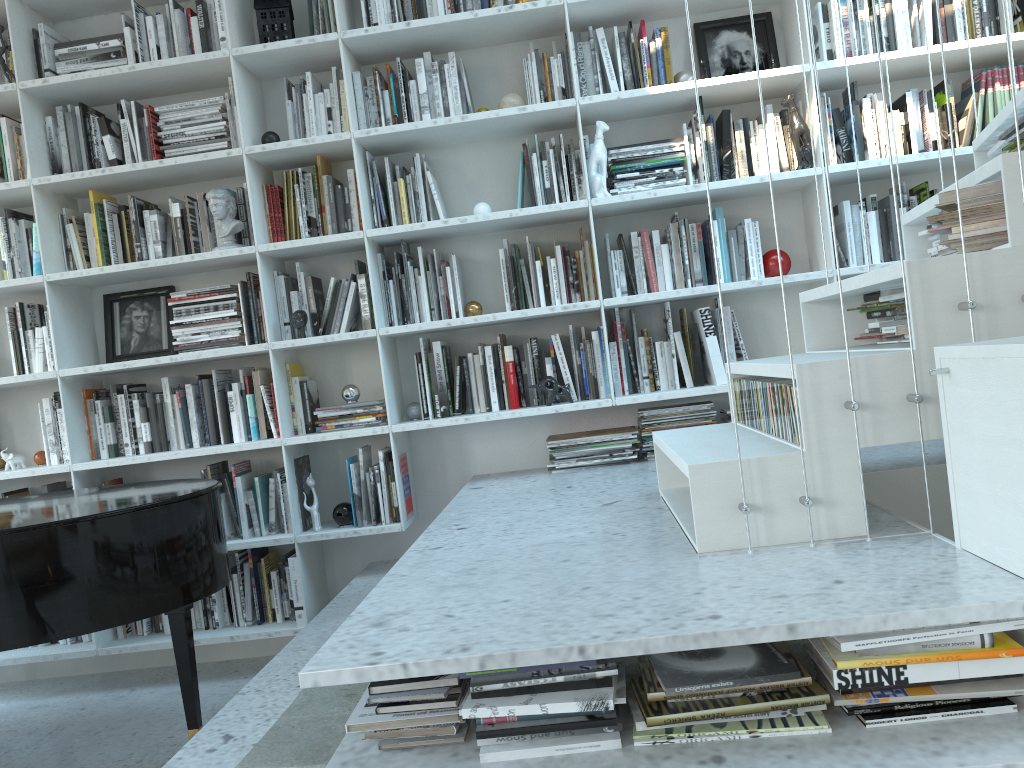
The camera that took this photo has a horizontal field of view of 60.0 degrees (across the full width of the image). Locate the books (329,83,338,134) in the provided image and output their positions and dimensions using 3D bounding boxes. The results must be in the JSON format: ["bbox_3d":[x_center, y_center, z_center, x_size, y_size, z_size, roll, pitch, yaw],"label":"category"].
[{"bbox_3d":[-0.682,-1.047,3.497,0.024,0.234,0.149,-7,2,4],"label":"books"}]

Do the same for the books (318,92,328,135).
[{"bbox_3d":[-0.720,-1.023,3.493,0.027,0.196,0.185,-7,1,4],"label":"books"}]

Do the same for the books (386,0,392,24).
[{"bbox_3d":[-0.469,-1.480,3.460,0.014,0.307,0.152,-7,2,4],"label":"books"}]

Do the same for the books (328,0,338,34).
[{"bbox_3d":[-0.683,-1.425,3.461,0.013,0.248,0.186,-7,1,4],"label":"books"}]

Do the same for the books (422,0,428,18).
[{"bbox_3d":[-0.333,-1.486,3.466,0.013,0.284,0.154,-7,2,4],"label":"books"}]

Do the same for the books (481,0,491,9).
[{"bbox_3d":[-0.101,-1.478,3.437,0.030,0.213,0.156,-7,1,4],"label":"books"}]

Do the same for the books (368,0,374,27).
[{"bbox_3d":[-0.539,-1.438,3.480,0.012,0.240,0.138,-7,2,4],"label":"books"}]

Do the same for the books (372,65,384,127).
[{"bbox_3d":[-0.510,-1.091,3.494,0.014,0.278,0.153,-7,2,4],"label":"books"}]

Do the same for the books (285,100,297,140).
[{"bbox_3d":[-0.847,-1.002,3.500,0.028,0.185,0.181,-7,1,4],"label":"books"}]

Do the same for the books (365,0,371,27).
[{"bbox_3d":[-0.553,-1.456,3.486,0.011,0.280,0.133,-7,2,4],"label":"books"}]

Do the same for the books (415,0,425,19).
[{"bbox_3d":[-0.349,-1.453,3.472,0.028,0.223,0.142,-7,2,4],"label":"books"}]

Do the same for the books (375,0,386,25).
[{"bbox_3d":[-0.495,-1.427,3.453,0.026,0.208,0.181,-7,1,4],"label":"books"}]

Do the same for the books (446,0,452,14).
[{"bbox_3d":[-0.242,-1.487,3.446,0.012,0.265,0.156,-7,2,4],"label":"books"}]

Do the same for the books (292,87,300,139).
[{"bbox_3d":[-0.830,-1.033,3.519,0.024,0.242,0.159,-7,2,4],"label":"books"}]

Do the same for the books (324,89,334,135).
[{"bbox_3d":[-0.700,-1.033,3.492,0.029,0.211,0.157,-7,1,4],"label":"books"}]

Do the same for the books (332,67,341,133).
[{"bbox_3d":[-0.668,-1.079,3.497,0.028,0.293,0.154,-7,2,4],"label":"books"}]

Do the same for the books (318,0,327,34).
[{"bbox_3d":[-0.729,-1.439,3.469,0.021,0.288,0.179,-7,2,4],"label":"books"}]

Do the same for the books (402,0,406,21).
[{"bbox_3d":[-0.412,-1.472,3.477,0.012,0.276,0.133,-7,2,4],"label":"books"}]

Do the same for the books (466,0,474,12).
[{"bbox_3d":[-0.156,-1.456,3.440,0.027,0.181,0.176,-7,1,4],"label":"books"}]

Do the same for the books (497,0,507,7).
[{"bbox_3d":[-0.038,-1.488,3.429,0.048,0.216,0.182,-7,1,4],"label":"books"}]

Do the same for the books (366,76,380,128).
[{"bbox_3d":[-0.529,-1.071,3.500,0.030,0.242,0.138,-7,2,4],"label":"books"}]

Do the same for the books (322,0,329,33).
[{"bbox_3d":[-0.710,-1.403,3.488,0.013,0.211,0.140,-7,2,4],"label":"books"}]

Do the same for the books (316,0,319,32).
[{"bbox_3d":[-0.746,-1.463,3.491,0.025,0.339,0.142,-7,2,4],"label":"books"}]

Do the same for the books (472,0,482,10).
[{"bbox_3d":[-0.136,-1.510,3.424,0.029,0.285,0.183,-7,2,4],"label":"books"}]

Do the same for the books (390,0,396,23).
[{"bbox_3d":[-0.455,-1.462,3.459,0.010,0.269,0.166,-7,2,4],"label":"books"}]

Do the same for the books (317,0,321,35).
[{"bbox_3d":[-0.733,-1.403,3.492,0.024,0.217,0.168,-7,1,4],"label":"books"}]

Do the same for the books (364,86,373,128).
[{"bbox_3d":[-0.548,-1.052,3.506,0.013,0.210,0.140,-7,2,4],"label":"books"}]

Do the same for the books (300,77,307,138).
[{"bbox_3d":[-0.801,-1.053,3.512,0.019,0.275,0.146,-7,2,4],"label":"books"}]

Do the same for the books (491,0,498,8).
[{"bbox_3d":[-0.062,-1.494,3.422,0.054,0.235,0.171,-7,1,4],"label":"books"}]

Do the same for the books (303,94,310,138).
[{"bbox_3d":[-0.786,-1.021,3.511,0.023,0.207,0.171,-7,1,4],"label":"books"}]

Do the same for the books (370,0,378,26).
[{"bbox_3d":[-0.521,-1.442,3.473,0.026,0.243,0.148,-7,2,4],"label":"books"}]

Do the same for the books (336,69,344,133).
[{"bbox_3d":[-0.652,-1.072,3.494,0.025,0.277,0.173,-7,2,4],"label":"books"}]

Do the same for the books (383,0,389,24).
[{"bbox_3d":[-0.480,-1.467,3.467,0.011,0.283,0.172,-7,2,4],"label":"books"}]

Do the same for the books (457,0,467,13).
[{"bbox_3d":[-0.189,-1.480,3.437,0.030,0.238,0.185,-7,1,4],"label":"books"}]

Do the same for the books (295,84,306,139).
[{"bbox_3d":[-0.814,-1.039,3.512,0.028,0.250,0.164,-7,2,4],"label":"books"}]

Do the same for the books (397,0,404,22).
[{"bbox_3d":[-0.431,-1.480,3.472,0.021,0.296,0.138,-7,2,4],"label":"books"}]

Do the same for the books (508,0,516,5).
[{"bbox_3d":[-0.001,-1.499,3.444,0.026,0.229,0.140,-7,2,4],"label":"books"}]

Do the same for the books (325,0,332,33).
[{"bbox_3d":[-0.704,-1.426,3.477,0.005,0.255,0.158,-7,2,4],"label":"books"}]

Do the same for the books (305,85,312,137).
[{"bbox_3d":[-0.773,-1.037,3.504,0.023,0.236,0.178,-7,1,4],"label":"books"}]

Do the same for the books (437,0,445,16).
[{"bbox_3d":[-0.267,-1.456,3.434,0.021,0.209,0.180,-7,1,4],"label":"books"}]

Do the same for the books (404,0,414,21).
[{"bbox_3d":[-0.393,-1.456,3.453,0.027,0.241,0.160,-7,2,4],"label":"books"}]

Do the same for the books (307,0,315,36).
[{"bbox_3d":[-0.768,-1.426,3.465,0.021,0.272,0.190,-7,1,4],"label":"books"}]

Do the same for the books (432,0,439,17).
[{"bbox_3d":[-0.289,-1.467,3.450,0.023,0.237,0.149,-7,2,4],"label":"books"}]

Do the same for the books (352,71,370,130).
[{"bbox_3d":[-0.573,-1.070,3.480,0.028,0.251,0.190,-7,1,4],"label":"books"}]

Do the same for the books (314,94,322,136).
[{"bbox_3d":[-0.738,-1.020,3.492,0.024,0.195,0.172,-7,1,4],"label":"books"}]

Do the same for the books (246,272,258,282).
[{"bbox_3d":[-1.025,-0.297,3.576,0.011,0.299,0.130,-7,2,4],"label":"books"}]

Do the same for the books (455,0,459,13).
[{"bbox_3d":[-0.211,-1.501,3.457,0.012,0.285,0.159,-7,2,4],"label":"books"}]

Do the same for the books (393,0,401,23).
[{"bbox_3d":[-0.441,-1.448,3.467,0.012,0.236,0.165,-7,1,4],"label":"books"}]

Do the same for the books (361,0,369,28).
[{"bbox_3d":[-0.566,-1.457,3.467,0.012,0.285,0.159,-7,2,4],"label":"books"}]

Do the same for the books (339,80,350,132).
[{"bbox_3d":[-0.634,-1.050,3.477,0.028,0.230,0.176,-7,1,4],"label":"books"}]

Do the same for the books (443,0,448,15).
[{"bbox_3d":[-0.251,-1.464,3.446,0.011,0.222,0.159,-7,1,4],"label":"books"}]

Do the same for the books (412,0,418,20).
[{"bbox_3d":[-0.369,-1.446,3.470,0.014,0.215,0.132,-7,2,4],"label":"books"}]

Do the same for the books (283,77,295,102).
[{"bbox_3d":[-0.864,-1.051,3.521,0.018,0.285,0.159,-7,2,4],"label":"books"}]

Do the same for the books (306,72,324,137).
[{"bbox_3d":[-0.760,-1.058,3.480,0.028,0.275,0.186,-7,1,4],"label":"books"}]

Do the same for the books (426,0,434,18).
[{"bbox_3d":[-0.310,-1.454,3.464,0.025,0.216,0.144,-7,2,4],"label":"books"}]

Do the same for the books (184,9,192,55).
[{"bbox_3d":[-1.256,-1.349,3.540,0.011,0.239,0.139,-7,2,4],"label":"books"}]

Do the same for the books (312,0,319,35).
[{"bbox_3d":[-0.751,-1.429,3.477,0.022,0.272,0.181,-7,2,4],"label":"books"}]
